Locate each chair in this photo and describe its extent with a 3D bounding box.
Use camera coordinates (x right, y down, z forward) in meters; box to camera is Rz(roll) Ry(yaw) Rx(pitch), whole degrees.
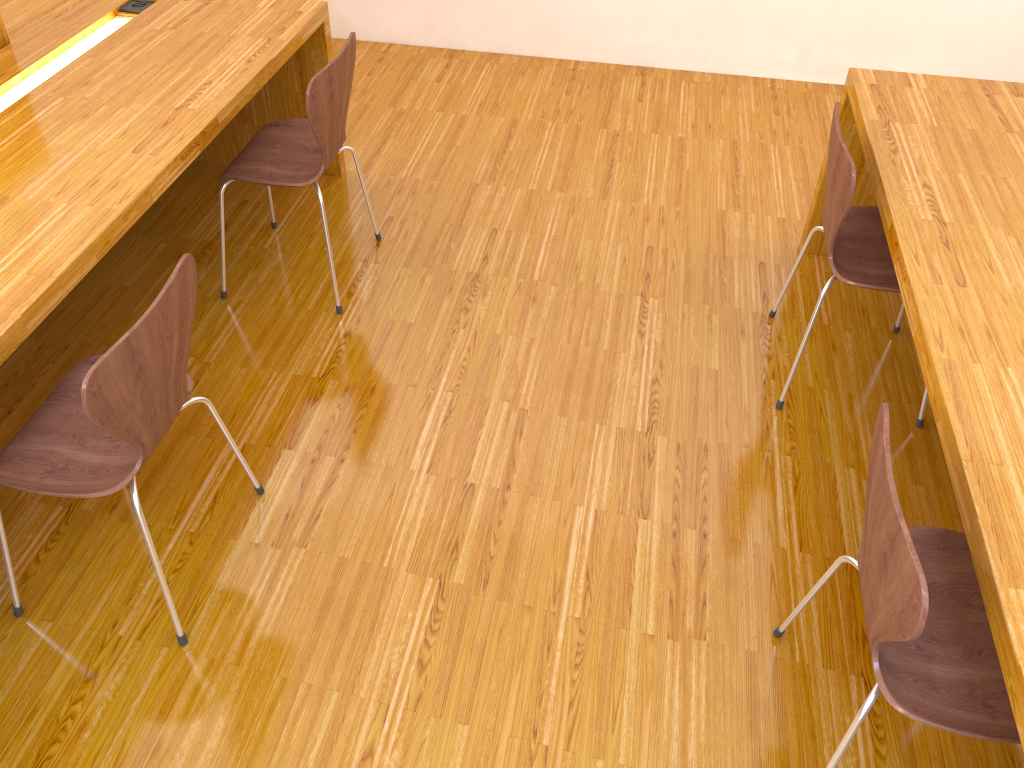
[{"bbox_3d":[-0.796,0.106,1.732,0.381,0.693,0.428,8,42,6],"label":"chair"},{"bbox_3d":[0.701,0.417,1.438,0.381,0.693,0.428,8,42,6],"label":"chair"},{"bbox_3d":[-0.643,-0.628,2.564,0.381,0.693,0.428,8,42,6],"label":"chair"},{"bbox_3d":[0.930,-0.306,2.261,0.381,0.693,0.428,8,42,6],"label":"chair"}]

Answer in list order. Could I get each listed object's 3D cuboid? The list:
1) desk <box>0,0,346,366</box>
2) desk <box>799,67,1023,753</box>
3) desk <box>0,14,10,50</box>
[{"bbox_3d":[-1.251,-0.027,1.937,0.760,0.606,3.185,8,42,6],"label":"desk"},{"bbox_3d":[1.321,0.563,1.605,1.285,0.918,3.236,8,42,6],"label":"desk"},{"bbox_3d":[-3.087,-1.020,2.415,3.185,0.606,0.760,8,42,6],"label":"desk"}]
